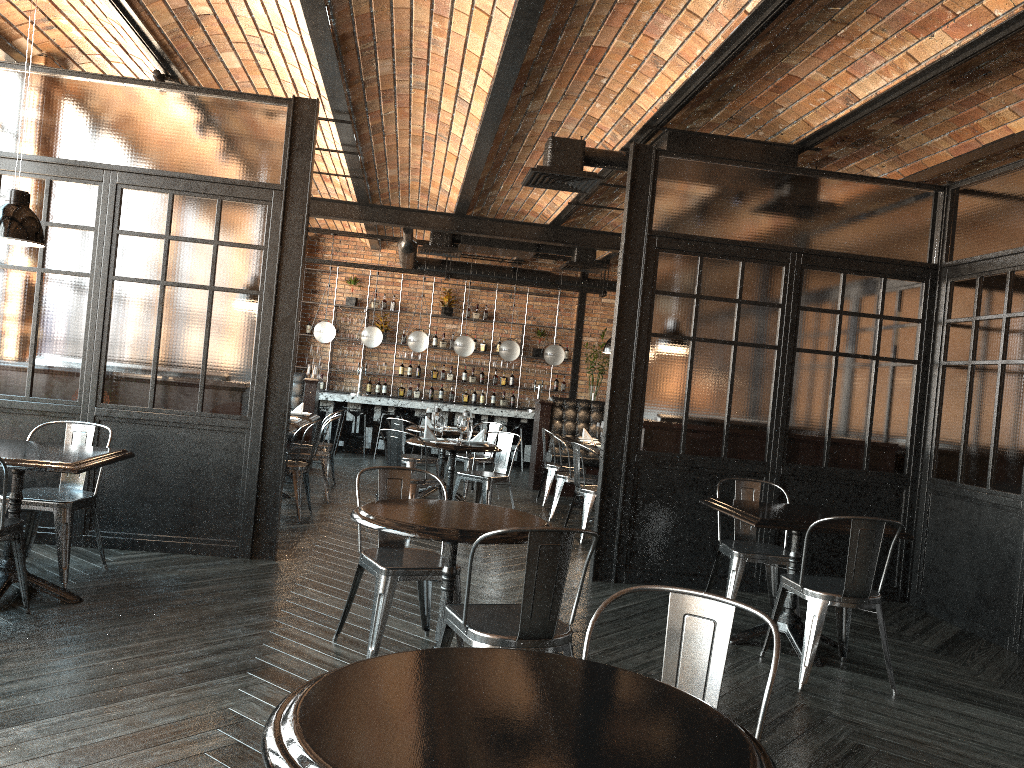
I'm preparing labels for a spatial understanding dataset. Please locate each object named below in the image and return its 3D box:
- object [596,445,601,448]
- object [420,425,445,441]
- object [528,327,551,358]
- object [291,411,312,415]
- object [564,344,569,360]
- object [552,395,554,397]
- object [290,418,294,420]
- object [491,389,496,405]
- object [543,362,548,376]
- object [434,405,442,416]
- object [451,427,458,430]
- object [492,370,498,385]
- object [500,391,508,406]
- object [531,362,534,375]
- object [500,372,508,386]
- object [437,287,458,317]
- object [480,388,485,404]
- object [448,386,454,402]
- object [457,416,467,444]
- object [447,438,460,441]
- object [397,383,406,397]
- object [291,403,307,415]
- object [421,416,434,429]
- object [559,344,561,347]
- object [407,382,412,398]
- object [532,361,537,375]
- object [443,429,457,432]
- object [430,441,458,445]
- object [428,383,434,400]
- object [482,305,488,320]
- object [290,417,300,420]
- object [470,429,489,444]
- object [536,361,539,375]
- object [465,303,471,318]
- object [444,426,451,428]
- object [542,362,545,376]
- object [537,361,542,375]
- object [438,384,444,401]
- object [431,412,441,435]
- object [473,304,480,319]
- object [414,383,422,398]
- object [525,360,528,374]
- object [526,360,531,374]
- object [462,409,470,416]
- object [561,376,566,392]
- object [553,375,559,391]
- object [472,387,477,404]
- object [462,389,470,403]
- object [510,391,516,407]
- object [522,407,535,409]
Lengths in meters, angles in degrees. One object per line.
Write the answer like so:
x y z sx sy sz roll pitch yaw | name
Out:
0.979 0.596 9.085 0.232 0.139 0.232 5 0 -22 | object
-0.708 0.435 7.836 0.232 0.139 0.232 5 0 -11 | object
0.510 -0.752 16.088 0.374 0.560 0.398 5 0 -35 | object
-2.410 0.325 10.082 0.255 0.019 0.157 5 0 -6 | object
1.001 -0.576 16.210 0.086 0.298 0.086 5 0 -43 | object
0.735 0.346 16.162 0.083 0.282 0.083 5 0 -22 | object
-2.254 0.286 8.721 0.232 0.139 0.232 5 0 -10 | object
-0.328 0.236 16.043 0.086 0.298 0.086 6 0 42 | object
0.608 -0.275 16.048 0.092 0.244 0.092 6 0 33 | object
-0.825 0.363 9.845 0.092 0.244 0.092 5 0 -7 | object
-0.568 0.447 9.883 0.232 0.139 0.232 5 0 -37 | object
-0.299 -0.118 16.034 0.083 0.282 0.083 5 0 -22 | object
-0.148 0.264 16.043 0.123 0.279 0.123 5 0 -18 | object
0.388 -0.296 16.188 0.092 0.244 0.092 6 0 33 | object
-0.149 -0.086 16.052 0.151 0.248 0.094 5 0 2 | object
-1.165 -1.472 15.952 0.425 0.526 0.430 5 0 -5 | object
-0.530 0.218 16.011 0.080 0.299 0.080 5 0 -4 | object
-1.084 0.172 15.944 0.083 0.282 0.083 5 0 -22 | object
-0.443 0.402 7.781 0.092 0.244 0.092 5 0 -10 | object
-0.492 0.510 8.169 0.157 0.019 0.255 6 0 44 | object
-1.976 0.104 15.837 0.151 0.248 0.094 5 0 -18 | object
-2.385 0.273 9.825 0.232 0.139 0.232 5 0 -10 | object
-0.863 0.419 9.549 0.232 0.139 0.232 6 0 37 | object
0.865 -0.580 16.167 0.083 0.282 0.083 5 0 8 | object
-1.822 0.101 15.856 0.083 0.282 0.083 5 0 -7 | object
0.408 -0.294 16.024 0.092 0.244 0.092 6 0 33 | object
-0.668 0.492 9.495 0.157 0.019 0.255 5 0 24 | object
-0.570 0.504 7.669 0.255 0.019 0.157 5 0 -26 | object
-1.440 0.130 15.877 0.086 0.297 0.086 5 0 27 | object
-0.477 -1.284 15.999 0.083 0.282 0.083 5 0 -22 | object
-2.279 0.339 8.978 0.255 0.019 0.157 5 0 -6 | object
-0.317 0.472 8.049 0.232 0.139 0.232 6 0 38 | object
0.486 -0.287 16.199 0.092 0.244 0.092 6 0 33 | object
-0.786 -1.314 15.962 0.083 0.282 0.083 5 0 -7 | object
-0.765 0.483 9.991 0.157 0.019 0.255 6 0 44 | object
0.589 -0.277 16.212 0.092 0.244 0.092 6 0 33 | object
0.506 -0.285 16.036 0.092 0.244 0.092 6 0 33 | object
-1.265 0.146 15.930 0.086 0.298 0.086 6 0 42 | object
-0.695 0.377 8.030 0.092 0.244 0.092 5 0 -44 | object
-0.633 -1.297 15.982 0.123 0.279 0.123 5 0 -3 | object
-1.684 0.117 15.859 0.123 0.279 0.123 5 0 7 | object
0.280 -0.307 16.175 0.092 0.244 0.092 6 0 33 | object
0.299 -0.305 16.011 0.092 0.244 0.092 6 0 33 | object
-0.503 0.394 9.698 0.092 0.244 0.092 5 0 -7 | object
0.944 0.001 16.183 0.083 0.282 0.083 5 0 3 | object
0.810 -0.021 16.170 0.086 0.299 0.086 6 0 42 | object
-0.675 0.204 16.007 0.086 0.298 0.086 6 0 42 | object
-0.828 0.214 15.975 0.151 0.248 0.094 5 0 2 | object
0.019 0.268 16.080 0.086 0.299 0.086 6 0 42 | object
0.390 0.446 16.068 0.437 0.019 0.273 5 0 -7 | object
